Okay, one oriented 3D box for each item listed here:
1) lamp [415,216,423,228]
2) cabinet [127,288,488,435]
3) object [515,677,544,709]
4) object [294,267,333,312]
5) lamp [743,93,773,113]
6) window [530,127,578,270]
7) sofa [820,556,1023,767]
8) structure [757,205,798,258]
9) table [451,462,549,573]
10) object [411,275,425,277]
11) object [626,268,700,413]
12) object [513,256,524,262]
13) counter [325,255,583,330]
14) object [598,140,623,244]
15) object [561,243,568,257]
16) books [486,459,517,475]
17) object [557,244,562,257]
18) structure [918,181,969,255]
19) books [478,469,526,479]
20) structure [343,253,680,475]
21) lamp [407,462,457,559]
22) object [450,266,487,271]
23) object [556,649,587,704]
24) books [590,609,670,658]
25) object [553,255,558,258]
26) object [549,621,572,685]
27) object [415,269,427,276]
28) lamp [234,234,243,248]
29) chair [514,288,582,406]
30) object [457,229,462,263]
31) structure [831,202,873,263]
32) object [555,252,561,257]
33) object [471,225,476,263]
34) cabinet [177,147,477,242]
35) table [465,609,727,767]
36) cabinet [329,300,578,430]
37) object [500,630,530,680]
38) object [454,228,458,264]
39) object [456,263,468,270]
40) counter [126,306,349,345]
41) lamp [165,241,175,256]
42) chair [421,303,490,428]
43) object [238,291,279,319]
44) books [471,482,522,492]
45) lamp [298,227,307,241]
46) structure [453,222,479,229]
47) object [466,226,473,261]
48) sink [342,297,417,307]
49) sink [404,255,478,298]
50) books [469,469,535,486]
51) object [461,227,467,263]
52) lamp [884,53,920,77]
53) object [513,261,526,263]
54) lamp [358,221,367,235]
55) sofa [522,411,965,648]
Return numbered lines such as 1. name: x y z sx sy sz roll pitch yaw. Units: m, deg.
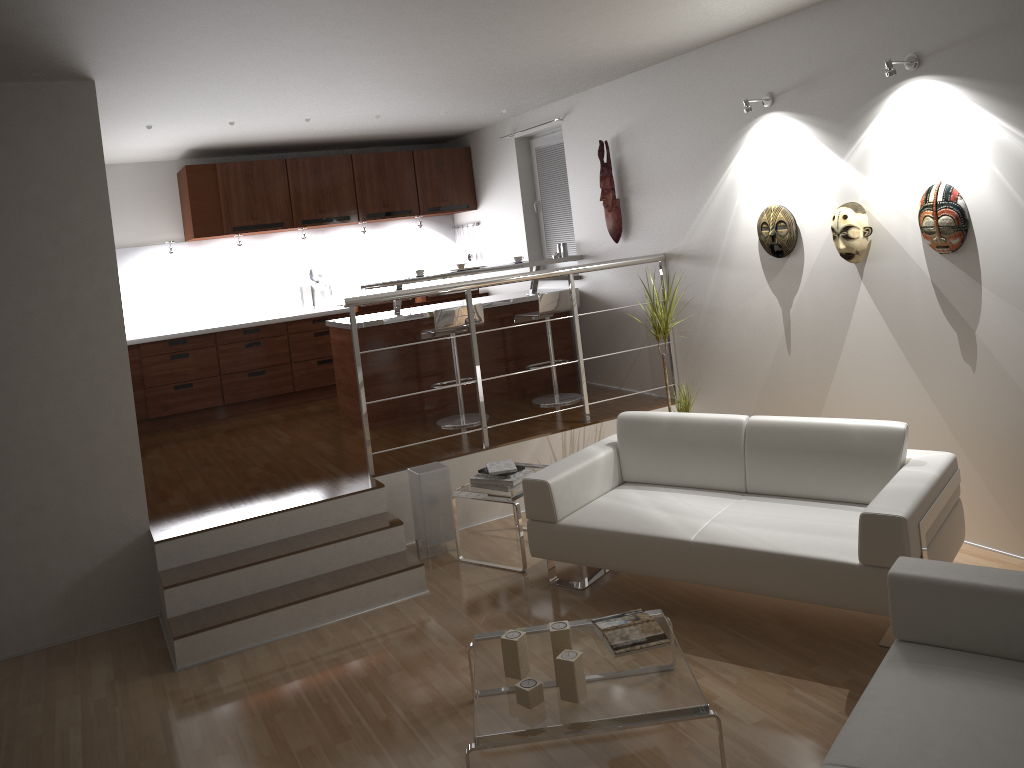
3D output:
1. lamp: -0.913 -1.598 8.654 0.080 0.123 0.081 -6 4 13
2. cabinet: -1.887 -0.286 8.276 3.538 0.794 0.681 -11 6 -27
3. object: 0.056 0.994 2.836 0.068 0.074 0.067 -11 6 -42
4. object: -1.910 -0.927 8.488 0.332 0.403 0.163 -9 3 -27
5. lamp: 1.418 -1.632 5.082 0.192 0.108 0.080 -11 5 -27
6. window: 0.425 -1.590 7.651 0.143 1.259 0.842 -7 3 -26
7. sofa: 1.107 0.949 1.893 0.902 0.733 1.813 -2 10 38
8. structure: 1.536 -0.893 5.143 0.070 0.314 0.317 -7 5 -26
9. table: 0.028 0.726 4.909 0.462 0.397 0.559 -2 8 38
10. object: -0.700 -0.808 6.560 0.131 0.008 0.140 -11 11 -24
11. object: 0.956 -0.005 5.395 0.504 1.466 0.440 -7 2 -14
12. object: 0.053 -0.993 6.991 0.079 0.045 0.068 -5 7 10
13. counter: -0.387 -0.773 7.104 2.123 0.316 0.841 -12 10 -27
14. object: 0.740 -1.446 6.589 0.150 0.785 0.152 -6 1 18
15. object: 0.433 -1.106 7.216 0.053 0.111 0.052 -9 3 -43
16. books: -0.060 0.458 4.829 0.152 0.014 0.219 -8 10 -6
17. object: 0.401 -1.109 7.264 0.053 0.109 0.052 -9 3 -43
18. structure: 2.035 -0.791 4.182 0.076 0.352 0.264 -7 4 -26
19. books: -0.056 0.487 4.829 0.215 0.014 0.154 0 11 32
20. structure: 0.099 -0.193 5.659 2.346 1.045 0.057 -11 3 -27
21. lamp: -0.454 0.719 5.048 0.194 0.478 0.198 -8 2 -27
22. object: -0.337 -0.903 6.855 0.312 0.011 0.219 -11 11 -24
23. object: 0.192 0.939 2.836 0.067 0.150 0.068 -5 3 33
24. books: 0.425 0.898 3.183 0.204 0.055 0.295 -9 10 -11
25. object: 0.360 -1.052 7.220 0.051 0.019 0.051 -11 9 -24
26. object: 0.169 0.899 2.953 0.067 0.195 0.067 -7 2 -2
27. object: -0.686 -0.833 6.563 0.079 0.045 0.068 -4 7 17
28. lamp: -2.448 -1.281 7.857 0.080 0.123 0.081 -6 4 13
29. chair: 0.302 -0.294 6.699 0.391 0.843 0.424 -8 3 -31
30. object: -0.551 -1.451 9.169 0.008 0.375 0.033 -7 1 -26
31. structure: 1.771 -0.797 4.641 0.131 0.327 0.243 -8 4 -26
32. object: 0.379 -1.065 7.207 0.051 0.045 0.051 -5 6 20
33. object: -0.395 -1.412 8.849 0.024 0.380 0.071 -7 1 -26
34. cabinet: -1.723 -1.850 8.450 2.745 0.632 0.651 -11 7 -27
35. table: 0.246 1.100 3.036 0.795 0.247 0.710 -7 9 -2
36. cabinet: -0.456 -0.230 7.125 1.866 0.746 0.634 -11 6 -27
37. object: 0.011 0.928 3.025 0.067 0.150 0.068 -5 3 33
38. object: -0.593 -1.454 9.224 0.033 0.380 0.064 -7 1 -27
39. object: -0.390 -0.914 6.819 0.141 0.041 0.130 -11 10 -25
40. counter: -2.549 -0.535 7.950 2.123 0.039 0.683 -12 11 -27
41. lamp: -2.960 -1.175 7.591 0.080 0.123 0.081 -6 4 13
42. chair: -0.399 -0.149 6.334 0.391 0.843 0.425 -8 3 -22
43. object: -2.394 -0.753 8.285 0.373 0.239 0.156 -10 5 -27
44. books: -0.051 0.534 4.830 0.286 0.027 0.231 2 13 42
45. lamp: -1.936 -1.387 8.122 0.080 0.123 0.081 -6 4 13
46. structure: -0.484 -1.633 9.050 0.049 0.033 0.599 -10 10 -26
47. object: -0.433 -1.437 8.969 0.043 0.363 0.090 -7 1 -27
48. sink: -1.309 -0.744 8.607 0.606 0.198 0.602 -11 10 -26
49. sink: -0.752 -1.052 8.906 0.678 0.575 0.601 -10 6 -27
50. books: -0.054 0.507 4.829 0.286 0.027 0.231 -1 11 32
51. object: -0.502 -1.438 9.059 0.020 0.376 0.106 -7 1 -26
52. lamp: 1.865 -1.534 4.213 0.192 0.108 0.080 -11 5 -27
53. object: 0.046 -0.969 6.984 0.139 0.008 0.132 2 13 42
54. lamp: -1.425 -1.493 8.388 0.080 0.123 0.081 -6 4 13
55. sofa: 1.030 0.581 4.073 1.774 0.734 0.921 0 9 38
